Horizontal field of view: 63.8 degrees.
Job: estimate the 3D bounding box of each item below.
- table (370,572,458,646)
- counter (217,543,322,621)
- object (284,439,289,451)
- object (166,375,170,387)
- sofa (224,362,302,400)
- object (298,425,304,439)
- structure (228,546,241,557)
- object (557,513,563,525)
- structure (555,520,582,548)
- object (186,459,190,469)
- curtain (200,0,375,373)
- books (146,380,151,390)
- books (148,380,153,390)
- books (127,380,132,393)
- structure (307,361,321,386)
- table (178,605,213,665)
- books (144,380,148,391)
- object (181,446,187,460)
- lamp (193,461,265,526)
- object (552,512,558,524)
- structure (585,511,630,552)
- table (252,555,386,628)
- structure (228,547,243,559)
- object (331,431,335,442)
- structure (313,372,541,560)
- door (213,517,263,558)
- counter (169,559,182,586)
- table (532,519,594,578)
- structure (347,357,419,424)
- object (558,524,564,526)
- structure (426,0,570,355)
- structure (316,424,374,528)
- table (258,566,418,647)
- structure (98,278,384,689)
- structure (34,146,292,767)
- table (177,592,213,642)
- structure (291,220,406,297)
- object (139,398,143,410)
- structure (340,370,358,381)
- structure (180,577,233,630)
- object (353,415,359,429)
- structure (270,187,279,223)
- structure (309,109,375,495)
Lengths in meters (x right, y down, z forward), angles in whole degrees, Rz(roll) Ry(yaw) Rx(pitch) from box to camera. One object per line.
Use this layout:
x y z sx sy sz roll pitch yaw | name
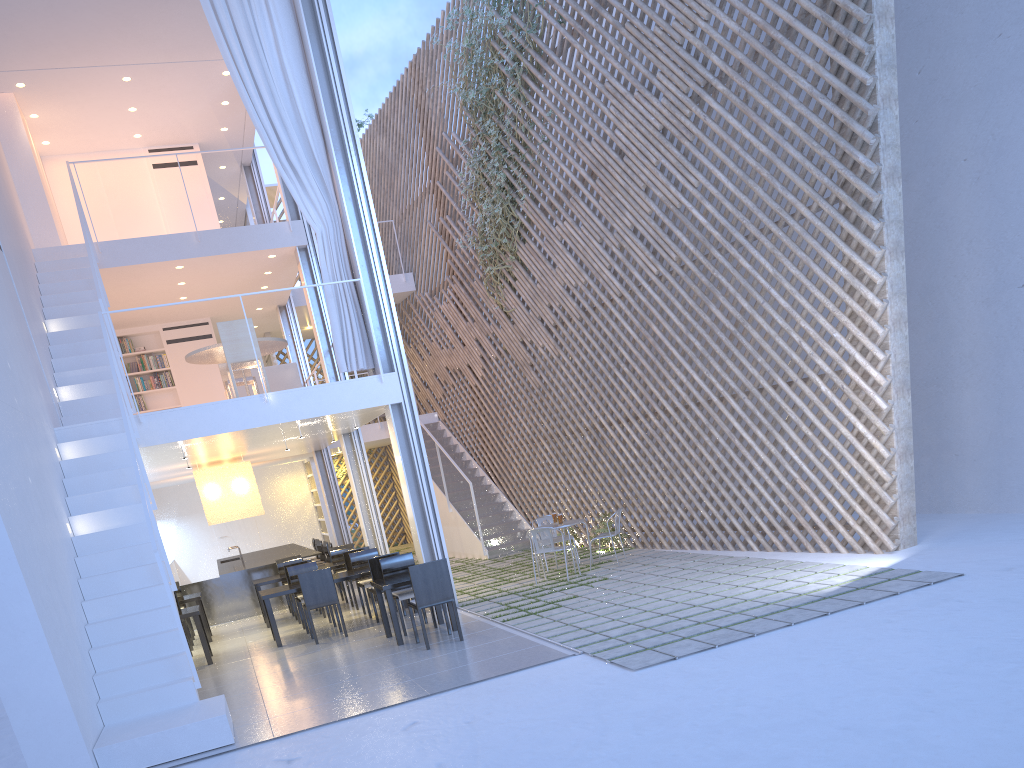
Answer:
-0.522 1.192 4.431 0.350 0.350 0.343 -13 6 -19 | table
-2.301 1.811 7.749 0.793 0.390 2.492 -11 -4 -21 | counter
-1.602 0.431 5.828 0.029 0.084 0.027 -12 14 -8 | object
-3.237 -0.026 7.746 0.006 0.136 0.069 -16 13 -22 | object
-1.912 0.141 6.351 0.486 0.385 0.973 -12 -1 -20 | sofa
-1.266 0.284 4.915 0.029 0.084 0.027 -12 14 -8 | object
-2.786 1.691 8.261 0.110 0.131 0.033 -13 14 -16 | structure
0.321 0.898 5.461 0.032 0.081 0.028 -4 14 25 | object
0.483 1.250 6.821 0.263 0.275 0.253 -12 6 -11 | structure
-2.227 0.541 5.643 0.029 0.084 0.027 -12 14 -8 | object
-1.246 -1.268 4.373 0.499 2.563 0.092 -15 16 -18 | curtain
-3.402 0.019 7.705 0.020 0.105 0.060 -16 11 -21 | books
-3.383 0.016 7.711 0.020 0.105 0.060 -16 11 -21 | books
-3.550 0.032 7.643 0.014 0.131 0.089 -16 10 -22 | books
-1.649 0.122 7.267 0.027 0.578 1.683 -16 0 -22 | structure
-1.998 1.529 4.895 0.350 0.350 0.343 -13 6 -19 | table
-3.422 0.023 7.699 0.020 0.105 0.060 -16 11 -21 | books
-1.891 0.394 4.729 0.029 0.084 0.027 -12 14 -8 | object
-2.592 1.021 7.475 0.435 0.441 2.281 -13 -3 -21 | lamp
0.293 0.920 5.648 0.032 0.081 0.028 -4 14 25 | object
0.714 1.117 6.222 0.281 0.342 0.315 -16 8 -34 | structure
-1.394 1.506 6.027 0.894 0.350 0.342 -11 5 -17 | table
-2.672 1.641 7.950 0.110 0.131 0.033 -13 14 -16 | structure
-1.292 0.376 5.920 0.029 0.084 0.027 -12 14 -8 | object
-0.863 0.727 7.785 1.137 2.070 1.933 -16 8 -26 | structure
-2.926 1.466 7.264 0.476 1.223 5.361 -12 -4 -9 | door
-3.431 2.042 8.055 0.225 0.453 3.598 -15 -3 -22 | counter
0.342 1.118 5.607 0.355 0.353 0.323 -7 7 33 | table
-1.686 -0.426 9.239 0.514 1.994 1.227 -17 12 -26 | structure
-1.038 0.975 5.098 2.810 0.427 0.035 -10 15 -13 | object
0.057 -1.740 6.077 0.707 2.876 2.324 -18 10 -29 | structure
-2.065 1.161 10.245 1.115 2.116 0.275 -14 15 -16 | structure
-1.078 1.368 5.169 0.894 0.350 0.342 -11 5 -17 | table
-1.061 0.334 3.941 1.329 1.893 1.397 -14 9 -19 | structure
-1.588 -0.133 4.399 1.679 3.492 3.575 -15 6 -21 | structure
-2.314 1.667 5.753 0.350 0.350 0.343 -13 6 -19 | table
-1.639 -1.221 7.977 1.112 0.603 0.026 -11 15 -16 | structure
-3.475 0.197 7.715 0.006 0.136 0.069 -16 13 -22 | object
-1.025 -0.151 5.570 0.027 0.578 1.680 -16 0 -22 | structure
-2.510 1.743 6.413 0.543 0.393 0.011 -12 15 -16 | structure
-1.972 0.883 5.683 1.624 0.861 1.825 -11 -1 -21 | object
-1.898 -1.267 6.878 0.027 0.578 1.683 -16 0 -22 | structure
-2.168 -0.495 10.698 1.078 4.781 3.210 -17 11 -23 | structure
